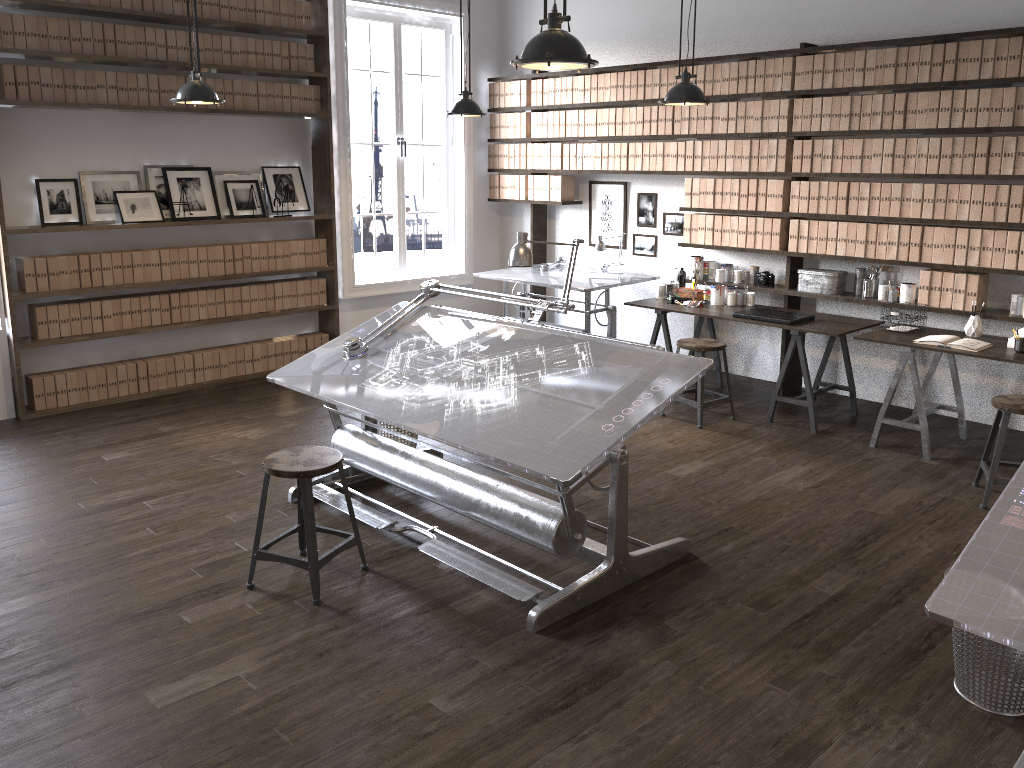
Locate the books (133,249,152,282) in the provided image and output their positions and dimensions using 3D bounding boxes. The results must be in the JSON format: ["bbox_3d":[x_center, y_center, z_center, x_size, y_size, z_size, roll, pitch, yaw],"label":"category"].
[{"bbox_3d":[-2.682,-0.858,6.423,0.067,0.223,0.175,-11,16,-42],"label":"books"}]

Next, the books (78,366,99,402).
[{"bbox_3d":[-3.003,-0.002,6.274,0.067,0.223,0.175,-11,16,-42],"label":"books"}]

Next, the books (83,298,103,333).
[{"bbox_3d":[-2.950,-0.482,6.230,0.067,0.223,0.175,-11,16,-42],"label":"books"}]

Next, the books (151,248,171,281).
[{"bbox_3d":[-2.582,-0.881,6.512,0.067,0.223,0.175,-11,16,-42],"label":"books"}]

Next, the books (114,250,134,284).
[{"bbox_3d":[-2.780,-0.836,6.333,0.067,0.223,0.175,-11,16,-42],"label":"books"}]

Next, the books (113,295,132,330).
[{"bbox_3d":[-2.803,-0.516,6.366,0.067,0.223,0.175,-11,16,-42],"label":"books"}]

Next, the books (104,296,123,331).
[{"bbox_3d":[-2.855,-0.506,6.324,0.067,0.223,0.175,-11,16,-42],"label":"books"}]

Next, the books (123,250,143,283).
[{"bbox_3d":[-2.727,-0.846,6.374,0.067,0.223,0.175,-11,16,-42],"label":"books"}]

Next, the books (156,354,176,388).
[{"bbox_3d":[-2.599,-0.096,6.652,0.067,0.223,0.175,-11,16,-42],"label":"books"}]

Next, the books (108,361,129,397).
[{"bbox_3d":[-2.853,-0.037,6.417,0.067,0.223,0.175,-11,16,-42],"label":"books"}]

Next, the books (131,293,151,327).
[{"bbox_3d":[-2.707,-0.540,6.464,0.067,0.223,0.175,-11,16,-42],"label":"books"}]

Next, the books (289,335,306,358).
[{"bbox_3d":[-1.798,-0.285,7.412,0.067,0.223,0.175,-11,16,-42],"label":"books"}]

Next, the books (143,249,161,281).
[{"bbox_3d":[-2.635,-0.869,6.464,0.067,0.223,0.175,-11,16,-42],"label":"books"}]

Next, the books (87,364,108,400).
[{"bbox_3d":[-2.959,-0.014,6.324,0.067,0.223,0.175,-11,16,-42],"label":"books"}]

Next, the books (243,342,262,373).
[{"bbox_3d":[-2.093,-0.215,7.131,0.067,0.223,0.175,-11,16,-42],"label":"books"}]

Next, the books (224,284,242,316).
[{"bbox_3d":[-2.192,-0.658,6.939,0.067,0.223,0.175,-11,16,-42],"label":"books"}]

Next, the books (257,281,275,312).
[{"bbox_3d":[-1.990,-0.707,7.135,0.067,0.223,0.175,-11,16,-42],"label":"books"}]

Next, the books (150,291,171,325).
[{"bbox_3d":[-2.605,-0.564,6.561,0.067,0.223,0.175,-11,16,-42],"label":"books"}]

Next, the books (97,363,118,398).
[{"bbox_3d":[-2.907,-0.026,6.372,0.067,0.223,0.175,-11,16,-42],"label":"books"}]

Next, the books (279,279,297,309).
[{"bbox_3d":[-1.841,-0.742,7.274,0.067,0.223,0.175,-11,16,-42],"label":"books"}]

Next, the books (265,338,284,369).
[{"bbox_3d":[-1.952,-0.249,7.267,0.067,0.223,0.175,-11,16,-42],"label":"books"}]

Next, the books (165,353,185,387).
[{"bbox_3d":[-2.547,-0.108,6.701,0.067,0.223,0.175,-11,16,-42],"label":"books"}]

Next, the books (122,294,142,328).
[{"bbox_3d":[-2.759,-0.528,6.416,0.067,0.223,0.175,-11,16,-42],"label":"books"}]

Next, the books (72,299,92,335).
[{"bbox_3d":[-3.004,-0.471,6.185,0.067,0.223,0.175,-11,16,-42],"label":"books"}]

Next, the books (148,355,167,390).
[{"bbox_3d":[-2.648,-0.086,6.613,0.067,0.223,0.175,-11,16,-42],"label":"books"}]

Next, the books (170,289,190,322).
[{"bbox_3d":[-2.497,-0.590,6.662,0.067,0.223,0.175,-11,16,-42],"label":"books"}]

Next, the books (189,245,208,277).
[{"bbox_3d":[-2.376,-0.928,6.702,0.067,0.223,0.175,-11,16,-42],"label":"books"}]

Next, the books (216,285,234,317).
[{"bbox_3d":[-2.241,-0.649,6.899,0.067,0.223,0.175,-11,16,-42],"label":"books"}]

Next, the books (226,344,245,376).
[{"bbox_3d":[-2.197,-0.192,7.036,0.067,0.223,0.175,-11,16,-42],"label":"books"}]

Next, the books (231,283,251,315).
[{"bbox_3d":[-2.139,-0.671,6.988,0.067,0.223,0.175,-11,16,-42],"label":"books"}]

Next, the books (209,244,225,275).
[{"bbox_3d":[-2.281,-0.952,6.797,0.067,0.223,0.175,-11,16,-42],"label":"books"}]

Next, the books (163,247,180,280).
[{"bbox_3d":[-2.534,-0.893,6.562,0.067,0.223,0.175,-11,16,-42],"label":"books"}]

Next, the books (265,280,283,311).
[{"bbox_3d":[-1.936,-0.719,7.180,0.067,0.223,0.175,-11,16,-42],"label":"books"}]

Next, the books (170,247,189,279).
[{"bbox_3d":[-2.484,-0.905,6.611,0.067,0.223,0.175,-11,16,-42],"label":"books"}]

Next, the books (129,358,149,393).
[{"bbox_3d":[-2.747,-0.062,6.516,0.067,0.223,0.175,-11,16,-42],"label":"books"}]

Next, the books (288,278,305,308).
[{"bbox_3d":[-1.789,-0.752,7.316,0.067,0.223,0.175,-11,16,-42],"label":"books"}]

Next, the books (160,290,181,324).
[{"bbox_3d":[-2.547,-0.576,6.608,0.067,0.223,0.175,-11,16,-42],"label":"books"}]

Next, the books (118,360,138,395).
[{"bbox_3d":[-2.805,-0.050,6.469,0.067,0.223,0.175,-11,16,-42],"label":"books"}]

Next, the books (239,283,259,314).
[{"bbox_3d":[-2.089,-0.684,7.039,0.067,0.223,0.175,-11,16,-42],"label":"books"}]

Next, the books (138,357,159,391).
[{"bbox_3d":[-2.697,-0.075,6.570,0.067,0.223,0.175,-11,16,-42],"label":"books"}]

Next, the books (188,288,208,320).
[{"bbox_3d":[-2.395,-0.612,6.753,0.067,0.223,0.175,-11,16,-42],"label":"books"}]

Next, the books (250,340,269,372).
[{"bbox_3d":[-2.048,-0.226,7.175,0.067,0.223,0.175,-11,16,-42],"label":"books"}]

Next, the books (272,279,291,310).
[{"bbox_3d":[-1.885,-0.731,7.230,0.067,0.223,0.175,-11,16,-42],"label":"books"}]

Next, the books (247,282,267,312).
[{"bbox_3d":[-2.042,-0.696,7.089,0.067,0.223,0.175,-11,16,-42],"label":"books"}]

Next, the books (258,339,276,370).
[{"bbox_3d":[-1.997,-0.237,7.217,0.067,0.223,0.175,-11,16,-42],"label":"books"}]

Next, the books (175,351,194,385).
[{"bbox_3d":[-2.497,-0.121,6.753,0.067,0.223,0.175,-11,16,-42],"label":"books"}]

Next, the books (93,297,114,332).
[{"bbox_3d":[-2.899,-0.495,6.281,0.067,0.223,0.175,-11,16,-42],"label":"books"}]

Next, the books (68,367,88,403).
[{"bbox_3d":[-3.055,0.009,6.232,0.067,0.223,0.175,-11,16,-42],"label":"books"}]

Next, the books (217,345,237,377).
[{"bbox_3d":[-2.249,-0.180,6.990,0.067,0.223,0.175,-11,16,-42],"label":"books"}]

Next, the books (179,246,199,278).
[{"bbox_3d":[-2.431,-0.916,6.655,0.067,0.223,0.175,-11,16,-42],"label":"books"}]

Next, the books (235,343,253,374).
[{"bbox_3d":[-2.144,-0.203,7.081,0.067,0.223,0.175,-11,16,-42],"label":"books"}]

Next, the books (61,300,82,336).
[{"bbox_3d":[-3.056,-0.459,6.139,0.067,0.223,0.175,-11,16,-42],"label":"books"}]

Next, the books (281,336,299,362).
[{"bbox_3d":[-1.847,-0.272,7.360,0.067,0.223,0.175,-11,16,-42],"label":"books"}]

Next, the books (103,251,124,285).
[{"bbox_3d":[-2.831,-0.824,6.284,0.067,0.223,0.175,-11,16,-42],"label":"books"}]

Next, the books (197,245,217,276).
[{"bbox_3d":[-2.324,-0.940,6.751,0.067,0.223,0.175,-11,16,-42],"label":"books"}]

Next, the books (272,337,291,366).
[{"bbox_3d":[-1.901,-0.261,7.315,0.067,0.223,0.175,-11,16,-42],"label":"books"}]
